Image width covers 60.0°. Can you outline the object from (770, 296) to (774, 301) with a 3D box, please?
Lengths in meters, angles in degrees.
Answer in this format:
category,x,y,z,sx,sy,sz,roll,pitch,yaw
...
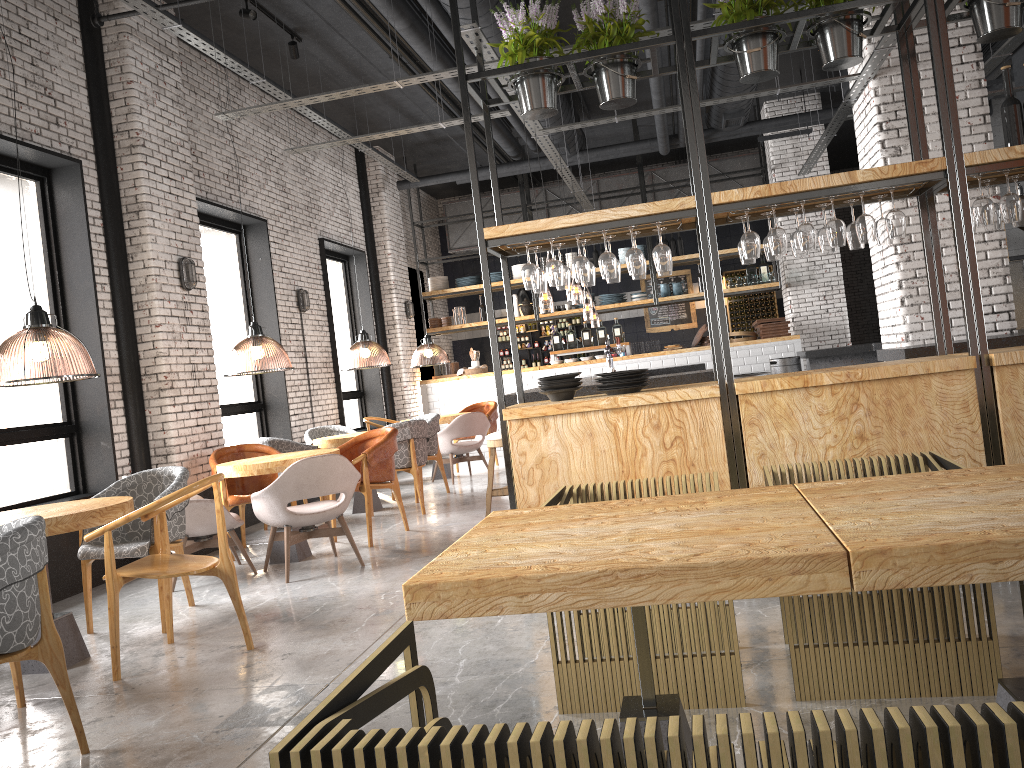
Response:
category,x,y,z,sx,sy,sz,roll,pitch,yaw
object,4.843,-1.591,16.502,0.079,0.079,0.284,-7,0,11

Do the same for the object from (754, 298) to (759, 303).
category,x,y,z,sx,sy,sz,roll,pitch,yaw
object,4.570,-1.559,16.572,0.079,0.079,0.284,-7,0,11

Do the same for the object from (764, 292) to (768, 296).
category,x,y,z,sx,sy,sz,roll,pitch,yaw
object,4.742,-1.685,16.536,0.079,0.079,0.284,-7,0,11

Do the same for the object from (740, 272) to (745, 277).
category,x,y,z,sx,sy,sz,roll,pitch,yaw
object,4.324,-2.059,16.619,0.079,0.079,0.284,-7,0,11

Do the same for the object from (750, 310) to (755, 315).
category,x,y,z,sx,sy,sz,roll,pitch,yaw
object,4.497,-1.338,16.554,0.079,0.079,0.284,-7,0,11

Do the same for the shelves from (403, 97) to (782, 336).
category,x,y,z,sx,sy,sz,roll,pitch,yaw
shelves,1.203,-2.656,14.279,5.674,3.067,0.597,-7,-1,11

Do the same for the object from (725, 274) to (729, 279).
category,x,y,z,sx,sy,sz,roll,pitch,yaw
object,4.041,-2.025,16.635,0.079,0.079,0.284,-7,0,11

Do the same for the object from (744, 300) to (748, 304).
category,x,y,z,sx,sy,sz,roll,pitch,yaw
object,4.387,-1.537,16.613,0.079,0.079,0.284,-7,0,11

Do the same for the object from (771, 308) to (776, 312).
category,x,y,z,sx,sy,sz,roll,pitch,yaw
object,4.868,-1.382,16.499,0.079,0.079,0.284,-7,0,11

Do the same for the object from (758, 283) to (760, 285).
category,x,y,z,sx,sy,sz,roll,pitch,yaw
object,4.625,-1.883,16.557,0.079,0.079,0.284,-7,0,11

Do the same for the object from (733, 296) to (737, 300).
category,x,y,z,sx,sy,sz,roll,pitch,yaw
object,4.183,-1.618,16.612,0.079,0.079,0.284,-7,0,11

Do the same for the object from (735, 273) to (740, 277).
category,x,y,z,sx,sy,sz,roll,pitch,yaw
object,4.229,-2.047,16.618,0.079,0.079,0.284,-7,0,11

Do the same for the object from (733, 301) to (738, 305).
category,x,y,z,sx,sy,sz,roll,pitch,yaw
object,4.195,-1.514,16.607,0.079,0.079,0.284,-7,0,11

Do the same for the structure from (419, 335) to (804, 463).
category,x,y,z,sx,sy,sz,roll,pitch,yaw
structure,1.586,0.262,14.165,5.797,1.346,1.511,-7,0,11

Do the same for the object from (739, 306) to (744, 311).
category,x,y,z,sx,sy,sz,roll,pitch,yaw
object,4.300,-1.420,16.592,0.079,0.079,0.284,-7,0,11

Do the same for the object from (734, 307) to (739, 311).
category,x,y,z,sx,sy,sz,roll,pitch,yaw
object,4.212,-1.410,16.629,0.079,0.079,0.284,-7,0,11

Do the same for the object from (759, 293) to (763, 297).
category,x,y,z,sx,sy,sz,roll,pitch,yaw
object,4.651,-1.674,16.559,0.079,0.079,0.284,-7,0,11

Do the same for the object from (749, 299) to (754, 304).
category,x,y,z,sx,sy,sz,roll,pitch,yaw
object,4.478,-1.548,16.590,0.079,0.079,0.284,-7,0,11

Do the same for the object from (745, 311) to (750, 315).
category,x,y,z,sx,sy,sz,roll,pitch,yaw
object,4.404,-1.327,16.568,0.079,0.079,0.284,-7,0,11

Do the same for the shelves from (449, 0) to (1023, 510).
category,x,y,z,sx,sy,sz,roll,pitch,yaw
shelves,1.584,-1.535,4.765,3.657,5.020,0.690,-7,-1,11

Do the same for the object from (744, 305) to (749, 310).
category,x,y,z,sx,sy,sz,roll,pitch,yaw
object,4.396,-1.432,16.592,0.079,0.079,0.284,-7,0,11

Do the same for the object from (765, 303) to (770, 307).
category,x,y,z,sx,sy,sz,roll,pitch,yaw
object,4.764,-1.475,16.519,0.079,0.079,0.284,-7,0,11

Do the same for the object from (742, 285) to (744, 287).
category,x,y,z,sx,sy,sz,roll,pitch,yaw
object,4.346,-1.849,16.597,0.079,0.079,0.284,-7,0,11

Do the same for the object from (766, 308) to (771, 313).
category,x,y,z,sx,sy,sz,roll,pitch,yaw
object,4.779,-1.372,16.533,0.079,0.079,0.284,-7,0,11

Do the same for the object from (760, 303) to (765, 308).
category,x,y,z,sx,sy,sz,roll,pitch,yaw
object,4.668,-1.464,16.518,0.079,0.079,0.284,-7,0,11

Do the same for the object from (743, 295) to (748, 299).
category,x,y,z,sx,sy,sz,roll,pitch,yaw
object,4.371,-1.641,16.595,0.079,0.079,0.284,-7,0,11

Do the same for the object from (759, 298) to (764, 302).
category,x,y,z,sx,sy,sz,roll,pitch,yaw
object,4.659,-1.569,16.538,0.079,0.079,0.284,-7,0,11

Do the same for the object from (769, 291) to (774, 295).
category,x,y,z,sx,sy,sz,roll,pitch,yaw
object,4.829,-1.695,16.494,0.079,0.079,0.284,-7,0,11

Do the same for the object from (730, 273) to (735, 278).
category,x,y,z,sx,sy,sz,roll,pitch,yaw
object,4.140,-2.037,16.652,0.079,0.079,0.284,-7,0,11

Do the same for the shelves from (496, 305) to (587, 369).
category,x,y,z,sx,sy,sz,roll,pitch,yaw
shelves,0.572,-0.723,17.473,1.760,1.482,0.157,-7,-1,11

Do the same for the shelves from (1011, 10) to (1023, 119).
category,x,y,z,sx,sy,sz,roll,pitch,yaw
shelves,5.897,-2.390,7.295,1.002,4.367,6.150,-7,0,11

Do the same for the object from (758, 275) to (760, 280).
category,x,y,z,sx,sy,sz,roll,pitch,yaw
object,4.609,-1.987,16.543,0.079,0.079,0.284,-7,0,11

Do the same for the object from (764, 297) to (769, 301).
category,x,y,z,sx,sy,sz,roll,pitch,yaw
object,4.754,-1.580,16.536,0.079,0.079,0.284,-7,0,11

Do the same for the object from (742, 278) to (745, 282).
category,x,y,z,sx,sy,sz,roll,pitch,yaw
object,4.333,-1.954,16.598,0.079,0.079,0.284,-7,0,11

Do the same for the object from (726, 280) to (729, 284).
category,x,y,z,sx,sy,sz,roll,pitch,yaw
object,4.060,-1.921,16.668,0.079,0.079,0.284,-7,0,11

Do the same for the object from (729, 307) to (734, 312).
category,x,y,z,sx,sy,sz,roll,pitch,yaw
object,4.123,-1.399,16.663,0.079,0.079,0.284,-7,0,11

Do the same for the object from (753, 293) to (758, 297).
category,x,y,z,sx,sy,sz,roll,pitch,yaw
object,4.555,-1.662,16.558,0.079,0.079,0.284,-7,0,11

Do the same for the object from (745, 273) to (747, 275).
category,x,y,z,sx,sy,sz,roll,pitch,yaw
object,4.412,-2.069,16.581,0.079,0.079,0.284,-7,0,11

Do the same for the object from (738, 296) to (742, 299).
category,x,y,z,sx,sy,sz,roll,pitch,yaw
object,4.282,-1.630,16.628,0.079,0.079,0.284,-7,0,11

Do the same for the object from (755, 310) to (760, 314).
category,x,y,z,sx,sy,sz,roll,pitch,yaw
object,4.596,-1.350,16.569,0.079,0.079,0.284,-7,0,11

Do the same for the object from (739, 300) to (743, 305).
category,x,y,z,sx,sy,sz,roll,pitch,yaw
object,4.292,-1.525,16.612,0.079,0.079,0.284,-7,0,11

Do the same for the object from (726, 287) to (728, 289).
category,x,y,z,sx,sy,sz,roll,pitch,yaw
object,4.074,-1.817,16.671,0.079,0.079,0.284,-7,0,11

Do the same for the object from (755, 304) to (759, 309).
category,x,y,z,sx,sy,sz,roll,pitch,yaw
object,4.580,-1.454,16.556,0.079,0.079,0.284,-7,0,11

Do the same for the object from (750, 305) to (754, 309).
category,x,y,z,sx,sy,sz,roll,pitch,yaw
object,4.484,-1.442,16.551,0.079,0.079,0.284,-7,0,11

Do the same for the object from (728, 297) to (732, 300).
category,x,y,z,sx,sy,sz,roll,pitch,yaw
object,4.095,-1.608,16.650,0.079,0.079,0.284,-7,0,11

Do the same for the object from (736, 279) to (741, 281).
category,x,y,z,sx,sy,sz,roll,pitch,yaw
object,4.237,-1.942,16.598,0.079,0.079,0.284,-7,0,11

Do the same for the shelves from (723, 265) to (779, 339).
category,x,y,z,sx,sy,sz,roll,pitch,yaw
shelves,4.543,-1.089,16.634,0.889,2.149,0.251,-7,-1,11

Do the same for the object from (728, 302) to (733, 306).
category,x,y,z,sx,sy,sz,roll,pitch,yaw
object,4.106,-1.503,16.640,0.079,0.079,0.284,-7,0,11

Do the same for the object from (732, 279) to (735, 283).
category,x,y,z,sx,sy,sz,roll,pitch,yaw
object,4.145,-1.931,16.612,0.079,0.079,0.284,-7,0,11

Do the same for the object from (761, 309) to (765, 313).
category,x,y,z,sx,sy,sz,roll,pitch,yaw
object,4.680,-1.359,16.513,0.079,0.079,0.284,-7,0,11

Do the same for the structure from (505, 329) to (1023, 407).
category,x,y,z,sx,sy,sz,roll,pitch,yaw
structure,2.594,0.088,8.764,4.308,1.534,5.879,-7,0,11

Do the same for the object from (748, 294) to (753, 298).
category,x,y,z,sx,sy,sz,roll,pitch,yaw
object,4.459,-1.651,16.557,0.079,0.079,0.284,-7,0,11

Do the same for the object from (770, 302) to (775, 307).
category,x,y,z,sx,sy,sz,roll,pitch,yaw
object,4.860,-1.487,16.520,0.079,0.079,0.284,-7,0,11
